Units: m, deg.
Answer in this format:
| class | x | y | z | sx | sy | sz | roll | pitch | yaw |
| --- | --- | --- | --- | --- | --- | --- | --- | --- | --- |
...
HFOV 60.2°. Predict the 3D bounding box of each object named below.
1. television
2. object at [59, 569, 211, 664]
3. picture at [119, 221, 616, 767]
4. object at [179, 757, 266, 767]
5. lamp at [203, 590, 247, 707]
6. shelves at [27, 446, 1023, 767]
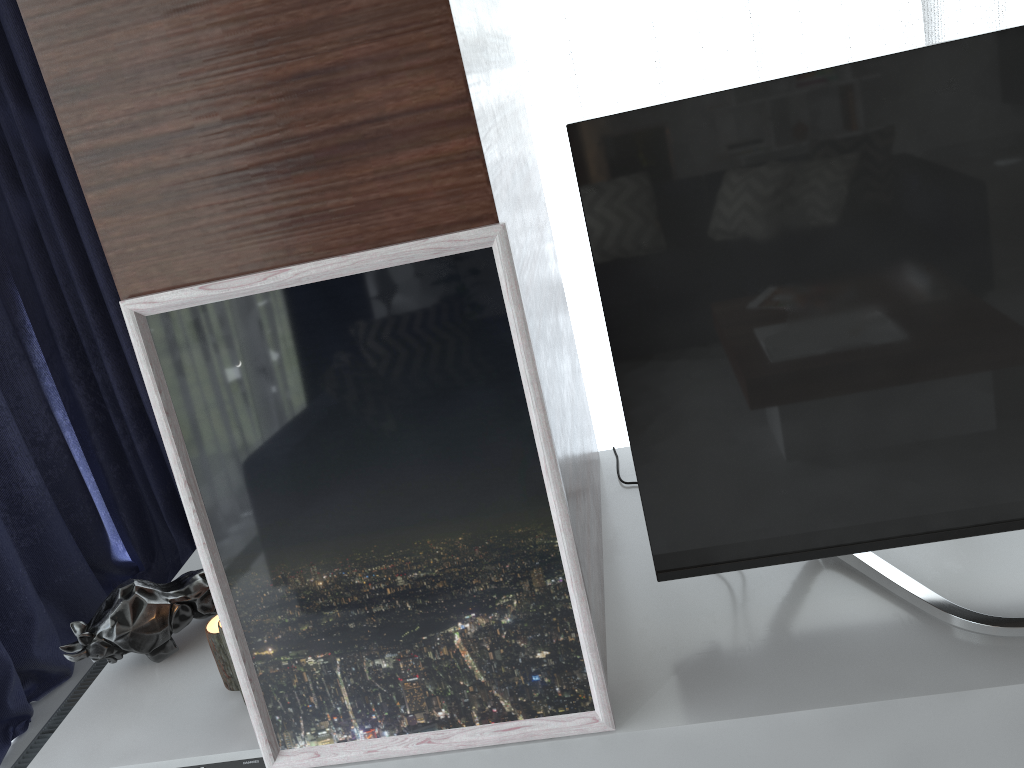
| class | x | y | z | sx | sy | sz | roll | pitch | yaw |
| --- | --- | --- | --- | --- | --- | --- | --- | --- | --- |
| television | 0.756 | -0.099 | 1.213 | 1.227 | 0.769 | 0.305 | -10 | 16 | 8 |
| object | -0.657 | 0.416 | 1.616 | 0.316 | 0.147 | 0.138 | -25 | 21 | -33 |
| picture | -0.177 | 0.179 | 1.157 | 0.499 | 0.685 | 0.054 | -11 | 15 | 8 |
| object | -0.526 | 0.600 | 1.530 | 0.368 | 0.147 | 0.378 | -10 | 19 | 8 |
| lamp | -0.447 | 0.402 | 1.434 | 0.078 | 0.206 | 0.154 | -23 | 19 | -31 |
| shelves | 0.462 | 0.499 | 1.635 | 2.344 | 0.488 | 0.896 | -10 | 19 | 8 |
